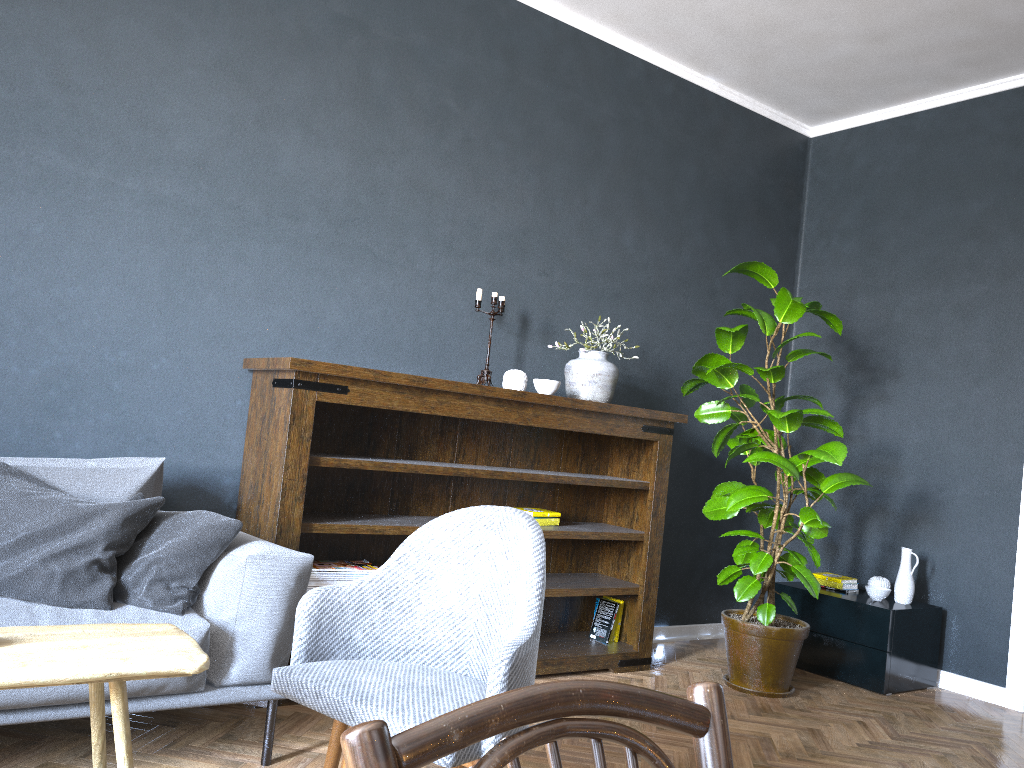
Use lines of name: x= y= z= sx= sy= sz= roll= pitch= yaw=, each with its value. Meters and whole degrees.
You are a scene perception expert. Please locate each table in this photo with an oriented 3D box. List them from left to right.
table: x=-0.938 y=0.702 z=1.422 sx=0.788 sy=0.549 sz=0.339 roll=8 pitch=-4 yaw=-36

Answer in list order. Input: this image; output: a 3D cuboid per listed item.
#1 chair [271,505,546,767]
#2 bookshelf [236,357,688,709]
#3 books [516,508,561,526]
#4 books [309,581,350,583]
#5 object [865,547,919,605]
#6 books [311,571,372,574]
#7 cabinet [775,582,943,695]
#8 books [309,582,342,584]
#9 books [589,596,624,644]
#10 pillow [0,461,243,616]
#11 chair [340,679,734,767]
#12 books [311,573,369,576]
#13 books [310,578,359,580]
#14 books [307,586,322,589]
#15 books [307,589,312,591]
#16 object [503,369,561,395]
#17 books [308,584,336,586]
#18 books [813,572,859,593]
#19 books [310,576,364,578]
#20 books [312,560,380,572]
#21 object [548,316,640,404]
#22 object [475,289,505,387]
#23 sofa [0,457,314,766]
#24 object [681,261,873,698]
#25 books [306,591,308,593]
chair: x=-0.211 y=0.681 z=2.020 sx=0.644 sy=0.810 sz=0.495 roll=4 pitch=-3 yaw=32
bookshelf: x=-0.157 y=0.605 z=3.649 sx=1.920 sy=1.171 sz=0.451 roll=8 pitch=-3 yaw=-36
books: x=0.114 y=0.610 z=3.887 sx=0.174 sy=0.113 sz=0.197 roll=3 pitch=-4 yaw=43
books: x=-0.650 y=0.705 z=3.246 sx=0.288 sy=0.008 sz=0.218 roll=8 pitch=-4 yaw=-30
object: x=1.822 y=0.918 z=4.327 sx=0.229 sy=0.268 sz=0.228 roll=6 pitch=-3 yaw=-2
books: x=-0.641 y=0.674 z=3.254 sx=0.305 sy=0.008 sz=0.218 roll=8 pitch=-4 yaw=-31
cabinet: x=1.684 y=1.239 z=4.399 sx=0.456 sy=0.390 sz=0.650 roll=8 pitch=-4 yaw=-36
books: x=-0.650 y=0.711 z=3.245 sx=0.288 sy=0.008 sz=0.218 roll=8 pitch=-4 yaw=-30
books: x=0.441 y=1.102 z=4.143 sx=0.123 sy=0.193 sz=0.179 roll=8 pitch=-3 yaw=-33
pillow: x=-1.191 y=0.434 z=2.525 sx=0.798 sy=0.361 sz=0.442 roll=7 pitch=-3 yaw=-18
chair: x=0.122 y=0.618 z=0.421 sx=0.363 sy=0.819 sz=0.466 roll=8 pitch=-3 yaw=-36
books: x=-0.639 y=0.682 z=3.250 sx=0.305 sy=0.008 sz=0.218 roll=8 pitch=-4 yaw=-32
books: x=-0.643 y=0.695 z=3.247 sx=0.288 sy=0.008 sz=0.218 roll=8 pitch=-4 yaw=-32
books: x=-0.648 y=0.724 z=3.241 sx=0.305 sy=0.008 sz=0.218 roll=8 pitch=-4 yaw=-31
books: x=-0.650 y=0.731 z=3.240 sx=0.305 sy=0.007 sz=0.218 roll=8 pitch=-4 yaw=-31
object: x=0.083 y=-0.004 z=3.770 sx=0.255 sy=0.103 sz=0.118 roll=5 pitch=-3 yaw=19
books: x=-0.648 y=0.716 z=3.240 sx=0.305 sy=0.013 sz=0.218 roll=8 pitch=-4 yaw=-31
books: x=1.651 y=1.015 z=4.543 sx=0.162 sy=0.066 sz=0.214 roll=9 pitch=-4 yaw=-40
books: x=-0.639 y=0.688 z=3.247 sx=0.305 sy=0.008 sz=0.218 roll=8 pitch=-4 yaw=-32
books: x=-0.638 y=0.666 z=3.254 sx=0.305 sy=0.013 sz=0.218 roll=8 pitch=-4 yaw=-31
object: x=0.357 y=-0.116 z=3.990 sx=0.385 sy=0.412 sz=0.276 roll=4 pitch=-3 yaw=32
object: x=-0.111 y=-0.191 z=3.807 sx=0.130 sy=0.437 sz=0.145 roll=6 pitch=-3 yaw=0
sofa: x=-1.740 y=0.536 z=2.195 sx=2.342 sy=0.797 sz=0.970 roll=9 pitch=-4 yaw=-36
object: x=1.148 y=0.409 z=4.059 sx=0.764 sy=1.897 sz=1.118 roll=8 pitch=-4 yaw=-42
books: x=-0.650 y=0.738 z=3.240 sx=0.305 sy=0.008 sz=0.218 roll=9 pitch=-4 yaw=-36
